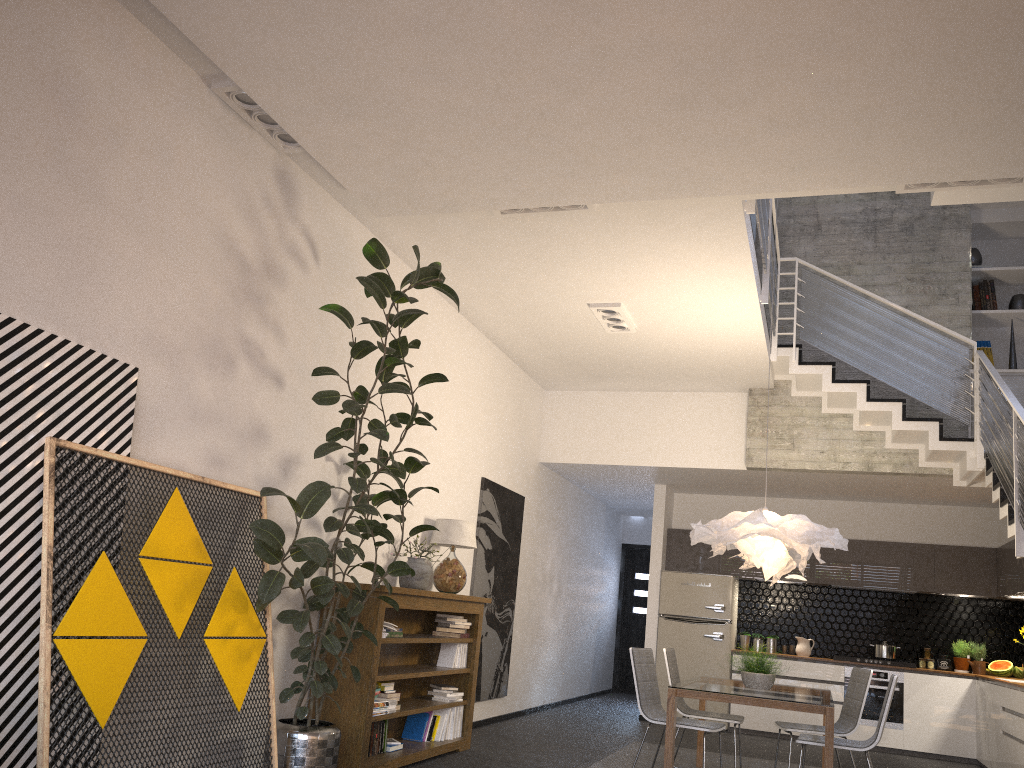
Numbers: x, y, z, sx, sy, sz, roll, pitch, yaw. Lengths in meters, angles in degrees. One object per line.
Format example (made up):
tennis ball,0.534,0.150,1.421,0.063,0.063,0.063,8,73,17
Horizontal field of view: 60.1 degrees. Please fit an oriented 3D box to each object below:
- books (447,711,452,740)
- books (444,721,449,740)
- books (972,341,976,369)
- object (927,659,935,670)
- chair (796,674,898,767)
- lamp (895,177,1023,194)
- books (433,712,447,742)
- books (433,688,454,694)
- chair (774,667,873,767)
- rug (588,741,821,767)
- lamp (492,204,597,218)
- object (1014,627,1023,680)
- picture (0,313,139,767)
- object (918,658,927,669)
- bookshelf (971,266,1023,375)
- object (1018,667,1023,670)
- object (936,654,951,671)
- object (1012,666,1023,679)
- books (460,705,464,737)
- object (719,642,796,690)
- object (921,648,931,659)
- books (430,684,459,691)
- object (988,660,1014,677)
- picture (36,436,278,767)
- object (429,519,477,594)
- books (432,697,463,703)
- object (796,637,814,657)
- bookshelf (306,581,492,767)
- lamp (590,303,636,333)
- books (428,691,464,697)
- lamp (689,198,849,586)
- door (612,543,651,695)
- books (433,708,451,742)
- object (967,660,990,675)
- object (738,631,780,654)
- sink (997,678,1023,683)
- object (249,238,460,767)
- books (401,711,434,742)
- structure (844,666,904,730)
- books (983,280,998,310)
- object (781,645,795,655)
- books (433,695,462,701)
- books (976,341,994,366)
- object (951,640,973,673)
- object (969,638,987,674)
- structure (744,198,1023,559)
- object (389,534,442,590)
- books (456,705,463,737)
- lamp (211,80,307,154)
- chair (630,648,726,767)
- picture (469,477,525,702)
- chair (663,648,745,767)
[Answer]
books,-0.541,2.600,6.768,0.155,0.203,0.021,1,-12,19
books,-0.567,2.575,6.755,0.175,0.240,0.024,1,-12,19
books,4.602,-0.215,8.912,0.159,0.368,0.275,1,-13,19
object,4.633,3.097,9.788,0.083,0.112,0.083,-2,-14,29
chair,2.154,2.313,5.700,0.601,0.909,0.480,0,-13,22
lamp,2.363,-1.103,4.622,0.644,0.065,0.256,0,-15,19
books,-0.585,2.567,6.640,0.155,0.192,0.106,1,-13,19
books,-0.524,2.350,6.796,0.155,0.022,0.207,5,-14,0
chair,2.259,2.511,6.438,0.601,0.909,0.480,4,-12,6
rug,1.676,2.850,6.159,2.370,0.006,3.730,0,-15,19
lamp,0.173,-1.117,5.390,0.644,0.065,0.256,0,-15,19
object,5.242,2.716,8.910,0.257,0.536,0.431,-6,-17,42
picture,-1.867,0.775,3.385,0.207,1.997,0.969,1,-13,19
object,4.552,3.097,9.821,0.083,0.112,0.084,1,-13,19
bookshelf,4.899,-0.560,8.807,0.972,1.095,0.448,1,-13,19
object,5.440,3.085,9.462,0.132,0.118,0.205,-5,-17,39
object,4.750,3.066,9.748,0.141,0.172,0.143,1,-13,19
object,5.369,3.035,9.306,0.225,0.126,0.149,13,-15,-29
books,-0.471,2.637,6.964,0.174,0.242,0.040,1,-12,19
object,1.749,2.004,6.338,0.531,0.363,0.676,2,-14,15
object,4.590,2.986,9.820,0.083,0.112,0.083,6,-12,0
books,-0.523,2.330,6.808,0.148,0.023,0.222,13,-16,-28
object,5.155,2.999,9.339,0.219,0.172,0.237,17,-17,-40
picture,-1.518,1.182,4.001,0.386,1.588,1.515,1,-13,19
object,-0.481,1.387,7.082,0.390,0.576,0.393,8,-12,-11
books,-0.495,2.416,6.782,0.155,0.020,0.207,-3,-16,29
object,3.372,3.033,10.216,0.190,0.213,0.173,-3,-15,32
bookshelf,-0.738,2.054,6.273,0.450,1.159,1.941,1,-14,19
lamp,0.845,-0.556,7.340,0.253,0.065,0.652,0,-15,19
books,-0.509,2.376,6.801,0.175,0.023,0.246,-2,-16,29
lamp,2.062,-1.054,6.945,1.118,5.156,1.072,-1,-13,30
door,2.185,3.669,13.752,1.107,2.290,0.162,1,-12,20
books,-0.569,2.559,6.680,0.174,0.232,0.101,1,-13,19
object,5.001,3.038,9.478,0.125,0.139,0.210,14,-16,-35
object,2.888,3.026,10.382,0.482,0.218,0.174,1,-13,16
sink,4.817,2.687,8.216,0.489,0.444,0.732,1,-14,19
object,-0.857,0.699,5.059,0.908,3.165,2.033,6,-12,-2
books,-0.697,2.521,6.560,0.171,0.225,0.167,1,-13,19
structure,3.931,3.406,9.660,0.587,0.582,0.591,1,-14,19
books,4.831,-0.831,8.977,0.134,0.378,0.275,1,-13,19
object,3.212,3.090,10.296,0.160,0.109,0.078,-1,-14,24
books,-0.491,2.398,6.790,0.174,0.019,0.247,3,-14,10
books,4.725,-0.216,8.869,0.171,0.369,0.275,1,-13,19
object,4.926,2.968,9.664,0.245,0.350,0.237,0,-13,23
object,5.055,2.952,9.602,0.185,0.375,0.170,13,-14,-32
structure,2.831,-0.890,7.732,4.232,8.219,8.559,1,-14,19
object,-0.708,1.304,6.502,0.385,0.408,0.278,6,-12,-2
books,-0.483,2.629,6.936,0.175,0.240,0.024,1,-12,19
lamp,-1.291,-1.429,4.715,0.253,0.065,0.652,0,-15,19
chair,1.118,2.310,6.077,0.602,0.909,0.480,-1,-14,29
picture,-0.167,2.004,8.562,0.033,2.006,1.247,1,-13,19
chair,1.442,2.506,6.724,0.601,0.909,0.480,1,-13,20
